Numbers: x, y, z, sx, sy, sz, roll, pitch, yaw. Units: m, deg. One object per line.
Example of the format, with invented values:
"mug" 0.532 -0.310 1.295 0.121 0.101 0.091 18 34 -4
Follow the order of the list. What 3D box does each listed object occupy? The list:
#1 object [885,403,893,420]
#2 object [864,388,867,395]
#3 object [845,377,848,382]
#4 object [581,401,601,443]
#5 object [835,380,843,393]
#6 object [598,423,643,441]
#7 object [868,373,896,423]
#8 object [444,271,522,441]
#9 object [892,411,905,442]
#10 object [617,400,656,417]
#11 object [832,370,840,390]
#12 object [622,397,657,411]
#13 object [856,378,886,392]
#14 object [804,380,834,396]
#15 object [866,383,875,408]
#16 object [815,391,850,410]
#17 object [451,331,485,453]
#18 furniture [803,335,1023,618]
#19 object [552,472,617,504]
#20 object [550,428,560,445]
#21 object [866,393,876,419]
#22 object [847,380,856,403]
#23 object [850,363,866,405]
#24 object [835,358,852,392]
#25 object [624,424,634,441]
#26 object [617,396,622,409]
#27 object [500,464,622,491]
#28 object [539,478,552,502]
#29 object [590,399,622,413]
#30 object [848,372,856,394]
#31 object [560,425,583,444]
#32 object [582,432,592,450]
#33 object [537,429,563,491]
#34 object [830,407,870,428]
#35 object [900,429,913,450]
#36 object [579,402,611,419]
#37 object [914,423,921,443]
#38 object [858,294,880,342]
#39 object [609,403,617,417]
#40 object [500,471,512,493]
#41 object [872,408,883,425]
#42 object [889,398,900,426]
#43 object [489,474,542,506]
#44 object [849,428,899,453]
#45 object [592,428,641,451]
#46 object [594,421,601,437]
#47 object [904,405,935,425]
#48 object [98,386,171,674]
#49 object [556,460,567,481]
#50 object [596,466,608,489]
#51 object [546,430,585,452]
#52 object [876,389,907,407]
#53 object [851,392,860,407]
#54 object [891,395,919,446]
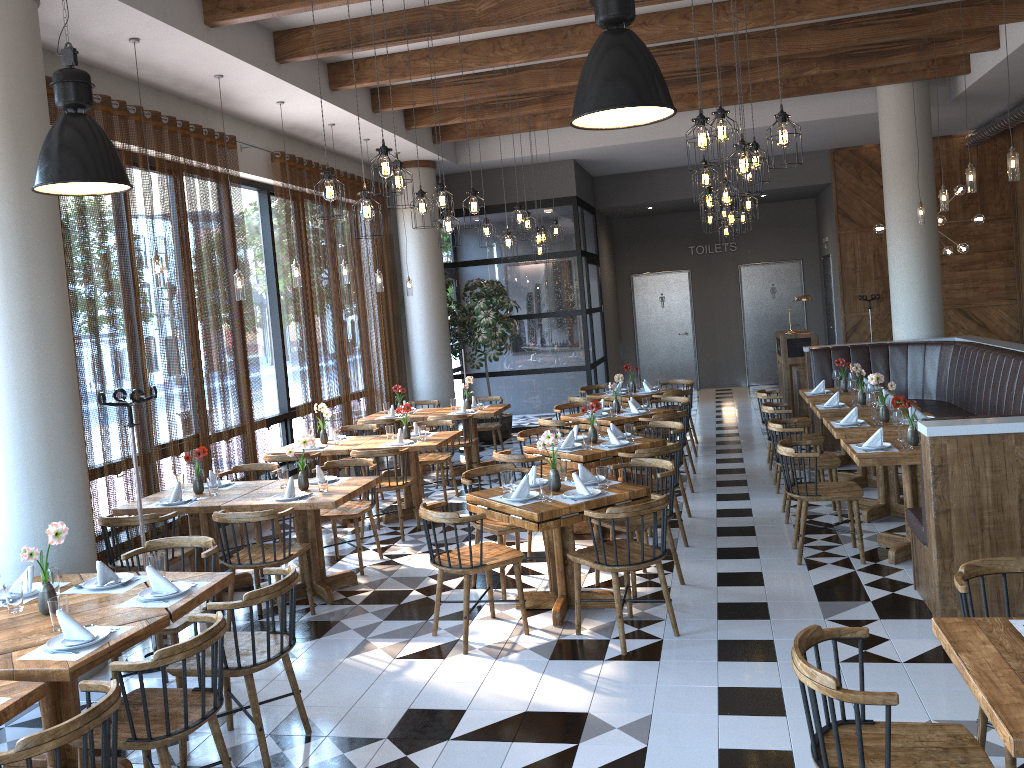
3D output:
"object" 3.104 0.225 7.298 0.080 0.132 0.080 -4 3 13
"object" 3.349 0.111 8.369 0.080 0.132 0.080 -4 3 13
"object" 3.595 -0.004 9.443 0.080 0.132 0.080 -4 3 13
"object" 0.671 0.317 7.343 0.156 0.354 0.171 -6 3 -22
"object" 3.420 0.029 9.243 0.080 0.132 0.080 -5 3 -2
"object" 0.899 0.391 7.529 0.272 0.137 0.352 -8 5 -32
"object" 3.011 0.108 7.192 0.206 0.399 0.147 -4 3 16
"object" -0.651 -0.427 13.065 1.635 2.587 1.382 -5 3 -3
"object" 2.749 0.301 6.299 0.081 0.215 0.081 -4 3 22
"object" 1.233 0.236 8.973 0.353 0.137 0.272 -8 5 -31
"object" 3.484 -0.042 9.510 0.081 0.215 0.081 -5 3 5
"object" 1.311 0.197 9.342 0.272 0.137 0.352 -8 5 -32
"object" 3.754 -0.004 9.261 0.271 0.137 0.353 -4 5 13
"object" 3.246 0.028 9.388 0.271 0.137 0.353 -4 5 13
"object" 3.264 0.103 8.062 0.081 0.215 0.081 -2 4 44
"object" 3.001 0.142 8.320 0.271 0.137 0.353 -4 5 13
"object" -0.629 0.108 12.291 0.374 1.655 0.376 -3 3 36
"furniture" 3.852 0.392 7.589 1.916 1.148 6.609 -4 5 13
"object" 0.419 0.616 5.415 0.353 0.137 0.272 -8 5 -31
"object" 0.366 0.445 7.457 0.080 0.132 0.080 -4 3 18
"object" 2.999 0.184 7.392 0.081 0.215 0.081 -6 3 -23
"object" 3.238 0.073 8.436 0.081 0.215 0.081 -5 3 5
"object" 3.229 -0.004 8.267 0.146 0.399 0.207 -4 3 21
"object" 3.493 -0.098 9.334 0.156 0.354 0.171 -5 3 7
"object" 0.971 0.405 7.329 0.080 0.132 0.080 -4 3 18
"object" 1.146 0.200 9.496 0.080 0.132 0.080 -3 4 28
"object" 0.305 0.592 5.797 0.583 0.137 0.577 -8 6 -32
"object" 0.207 0.643 5.343 0.080 0.132 0.080 -6 3 -12
"object" 0.942 0.221 9.425 0.353 0.137 0.272 -8 5 -31
"object" 3.510 -0.011 9.136 0.081 0.215 0.081 -2 4 44
"object" 0.530 0.415 7.611 0.353 0.137 0.272 -8 5 -31
"object" 0.606 0.457 7.086 0.080 0.132 0.080 -3 4 28
"object" 0.246 0.482 5.609 0.206 0.399 0.147 -3 3 33
"object" 2.754 0.258 7.241 0.271 0.137 0.353 -4 5 13
"object" 2.678 0.375 6.001 0.080 0.132 0.080 -5 3 -2
"object" 0.864 0.260 9.056 0.272 0.137 0.352 -8 5 -32
"object" 2.853 0.343 6.201 0.080 0.132 0.080 -4 3 13
"object" 5.782 -0.606 14.215 0.374 1.655 0.376 -3 3 36
"object" 1.020 0.264 8.894 0.080 0.132 0.080 -3 4 28
"object" -0.033 0.631 5.714 0.080 0.132 0.080 -6 3 -12
"object" 2.923 0.261 7.072 0.080 0.132 0.080 -4 3 18
"object" 3.019 0.218 6.990 0.081 0.215 0.081 -6 3 -23
"object" 0.050 0.640 5.498 0.272 0.137 0.352 -8 5 -32
"object" 2.504 0.374 6.149 0.271 0.137 0.353 -4 5 13
"object" 0.821 0.430 7.159 0.353 0.137 0.272 -8 5 -31
"object" 0.733 0.393 7.688 0.080 0.132 0.080 -4 3 18
"object" 3.262 0.226 7.113 0.271 0.137 0.353 -4 5 13
"object" -2.223 0.853 5.321 0.374 1.655 0.375 -5 3 -4
"object" 0.334 0.580 5.945 0.080 0.132 0.080 -6 3 -22
"object" 0.573 0.591 5.586 0.080 0.132 0.080 -6 3 -22
"object" 0.452 0.454 7.242 0.272 0.137 0.352 -8 5 -32
"object" 3.509 0.110 8.192 0.271 0.137 0.353 -4 5 13
"object" 3.174 0.143 8.169 0.080 0.132 0.080 -5 3 -2
"object" 2.717 0.250 6.115 0.171 0.354 0.156 -4 3 16
